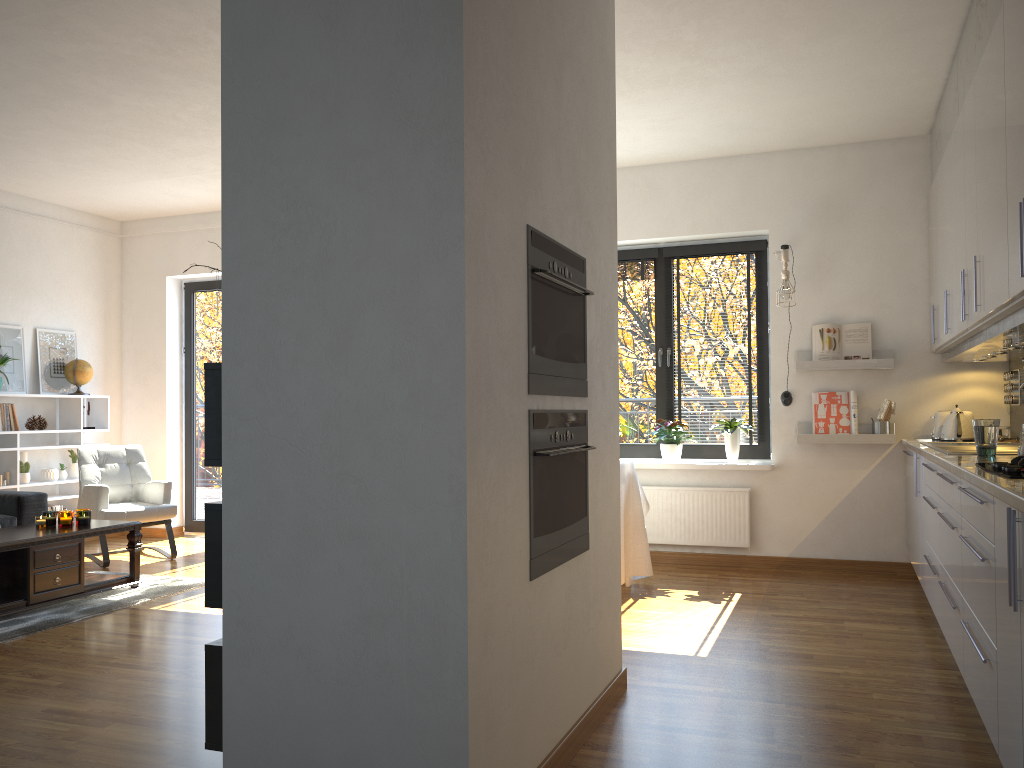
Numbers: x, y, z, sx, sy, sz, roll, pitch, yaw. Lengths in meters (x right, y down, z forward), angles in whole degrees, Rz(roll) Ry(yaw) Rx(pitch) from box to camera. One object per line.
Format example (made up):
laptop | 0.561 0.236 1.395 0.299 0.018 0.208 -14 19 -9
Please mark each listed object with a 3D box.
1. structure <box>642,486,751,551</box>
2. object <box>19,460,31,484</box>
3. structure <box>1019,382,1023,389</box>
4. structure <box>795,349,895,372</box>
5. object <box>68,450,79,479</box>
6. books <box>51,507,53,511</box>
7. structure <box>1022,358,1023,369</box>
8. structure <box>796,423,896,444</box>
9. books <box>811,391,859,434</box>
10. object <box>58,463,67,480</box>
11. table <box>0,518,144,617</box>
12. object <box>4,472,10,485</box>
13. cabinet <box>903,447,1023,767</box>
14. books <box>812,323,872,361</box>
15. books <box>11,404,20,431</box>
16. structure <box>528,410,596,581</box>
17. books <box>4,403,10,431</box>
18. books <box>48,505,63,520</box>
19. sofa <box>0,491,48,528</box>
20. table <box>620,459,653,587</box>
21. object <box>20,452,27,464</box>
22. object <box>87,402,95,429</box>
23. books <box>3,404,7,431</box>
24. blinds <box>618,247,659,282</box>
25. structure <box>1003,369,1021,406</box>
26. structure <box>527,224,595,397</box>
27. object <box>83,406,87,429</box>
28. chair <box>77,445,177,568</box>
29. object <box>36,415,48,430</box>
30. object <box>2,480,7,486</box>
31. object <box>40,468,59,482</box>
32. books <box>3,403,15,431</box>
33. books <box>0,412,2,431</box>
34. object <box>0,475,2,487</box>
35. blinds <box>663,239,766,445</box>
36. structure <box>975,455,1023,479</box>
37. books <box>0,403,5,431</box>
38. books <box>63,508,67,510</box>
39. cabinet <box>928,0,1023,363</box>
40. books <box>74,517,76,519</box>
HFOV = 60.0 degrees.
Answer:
structure | 0.915 0.941 6.186 1.457 0.459 0.078 -1 -1 22
object | -3.679 0.667 6.680 0.087 0.173 0.088 -1 -2 36
structure | 2.372 0.119 3.910 0.195 0.347 0.167 -1 -1 13
structure | 2.138 -0.155 5.714 0.594 0.129 0.147 -1 -2 20
object | -3.546 0.652 7.193 0.098 0.236 0.097 -1 -1 8
books | -3.612 1.058 6.888 0.124 0.204 0.006 -1 -1 20
structure | 2.676 -0.115 4.530 0.067 0.081 0.443 -1 -2 20
structure | 2.142 0.317 5.705 0.594 0.129 0.147 -1 -2 20
books | 2.088 0.209 5.739 0.283 0.330 0.138 -1 -1 18
object | -3.593 0.698 7.086 0.072 0.137 0.072 -1 -1 1
table | -2.692 1.019 4.891 0.570 0.409 1.180 -1 -2 20
object | -3.741 0.701 6.567 0.039 0.099 0.039 -1 -1 17
cabinet | 1.767 0.676 3.653 0.040 0.690 4.224 -1 -2 20
books | 2.133 -0.245 5.738 0.364 0.299 0.109 -1 -1 20
books | -3.765 0.251 6.649 0.132 0.204 0.070 -1 -1 21
structure | 0.167 0.308 2.658 0.052 0.462 0.585 -1 -2 20
books | -3.793 0.248 6.586 0.133 0.208 0.044 -1 -1 21
books | -3.623 1.057 6.944 0.191 0.217 0.092 -1 -1 20
sofa | -3.452 0.809 4.631 2.163 0.847 2.509 -1 -2 20
table | -0.166 0.845 5.309 1.856 0.762 1.235 -1 -2 21
object | -3.761 0.640 6.830 0.051 0.238 0.051 -1 -1 38
object | -3.524 0.261 7.388 0.066 0.230 0.075 -1 -1 0
books | -3.800 0.250 6.565 0.131 0.204 0.035 -1 -1 21
blinds | 0.726 -0.861 6.514 0.710 0.229 0.049 -1 -1 20
structure | 2.958 0.023 5.250 0.045 0.209 0.279 -1 -2 20
structure | 0.162 -0.195 2.667 0.052 0.462 0.585 -1 -2 20
object | -3.561 0.264 7.261 0.066 0.217 0.134 -1 -2 35
chair | -2.867 0.876 6.547 0.545 0.832 0.685 1 -2 -45
object | -3.677 0.303 6.926 0.096 0.125 0.101 -2 -2 36
object | -3.738 0.727 6.520 0.040 0.044 0.040 1 -2 -43
object | -3.627 0.713 6.950 0.134 0.097 0.132 0 -2 -10
books | -3.780 0.249 6.620 0.128 0.211 0.061 -1 -1 21
books | -3.817 0.247 6.518 0.135 0.208 0.048 -1 -1 21
object | -3.809 0.706 6.470 0.176 0.084 0.079 0 -2 -11
blinds | 1.430 -0.280 6.242 0.710 1.422 0.049 -1 -1 20
structure | 1.655 0.240 2.577 0.500 0.041 0.662 -1 -2 20
books | -3.806 0.247 6.543 0.133 0.209 0.044 -1 -1 20
books | -3.575 1.075 7.043 0.102 0.179 0.012 -1 -1 20
cabinet | 2.097 -0.731 3.555 0.458 1.069 4.237 -1 -2 20
books | -3.546 1.098 7.098 0.133 0.132 0.016 -1 -1 20
